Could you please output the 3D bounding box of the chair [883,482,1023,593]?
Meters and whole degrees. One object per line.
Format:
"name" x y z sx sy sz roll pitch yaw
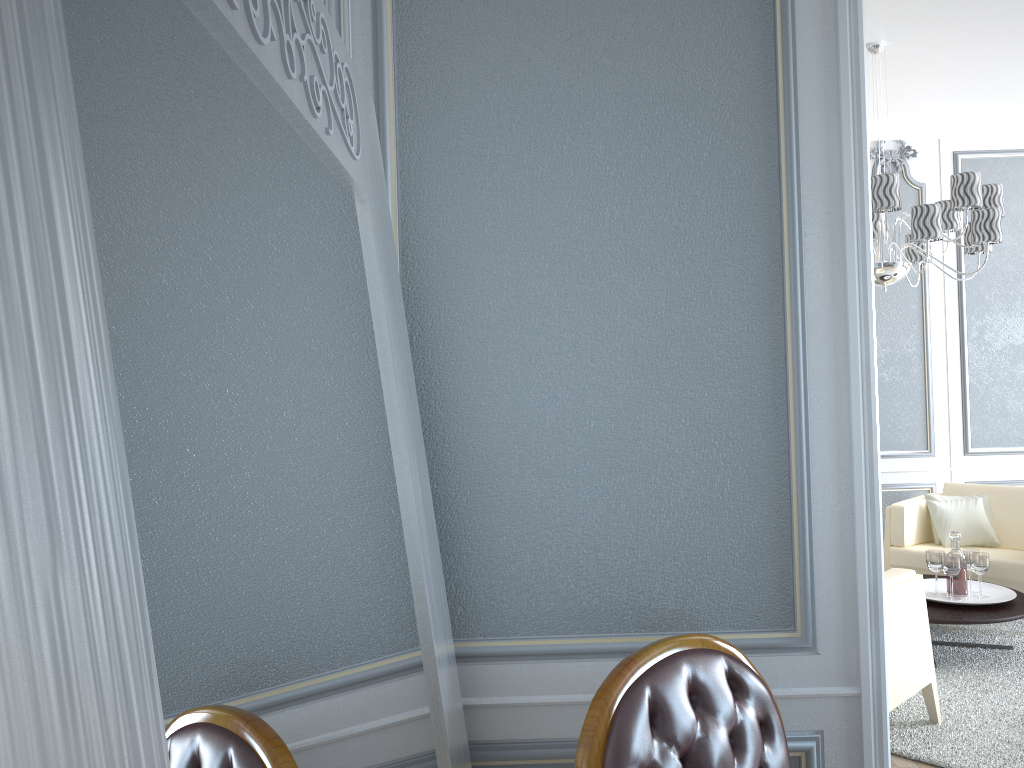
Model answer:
"chair" 2.514 0.873 4.694 0.855 0.621 0.737 -2 0 45

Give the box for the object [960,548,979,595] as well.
"object" 2.099 0.858 4.064 0.080 0.196 0.080 -2 -1 -17

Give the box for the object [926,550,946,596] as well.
"object" 1.938 0.863 4.054 0.080 0.196 0.080 -2 -1 -17

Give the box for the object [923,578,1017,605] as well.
"object" 2.018 0.948 4.017 0.468 0.028 0.468 -2 0 13

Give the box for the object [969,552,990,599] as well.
"object" 2.100 0.859 3.980 0.080 0.196 0.080 -2 -1 -17

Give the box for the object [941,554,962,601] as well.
"object" 1.962 0.863 3.958 0.080 0.196 0.080 -2 -1 3

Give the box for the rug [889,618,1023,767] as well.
"rug" 1.847 1.203 3.773 1.999 0.010 2.000 -1 0 45

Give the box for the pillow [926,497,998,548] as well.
"pillow" 2.411 0.743 4.760 0.312 0.245 0.163 -2 0 -6

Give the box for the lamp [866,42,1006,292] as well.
"lamp" 1.658 -0.973 4.009 0.976 1.120 0.976 -2 0 -12

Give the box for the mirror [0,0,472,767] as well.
"mirror" -0.139 0.387 0.906 0.251 1.793 1.400 -2 0 0

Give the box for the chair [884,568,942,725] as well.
"chair" 0.971 0.926 3.220 0.855 0.621 0.737 -2 0 45

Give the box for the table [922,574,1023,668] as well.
"table" 1.902 1.085 4.072 0.882 0.239 0.882 -2 0 -3

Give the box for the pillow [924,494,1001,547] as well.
"pillow" 2.453 0.742 4.838 0.351 0.276 0.184 -2 0 6

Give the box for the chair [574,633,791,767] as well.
"chair" 0.444 0.844 1.308 0.573 0.829 0.575 -1 -1 -40

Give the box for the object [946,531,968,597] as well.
"object" 2.019 0.814 4.030 0.086 0.290 0.086 -2 -1 21
